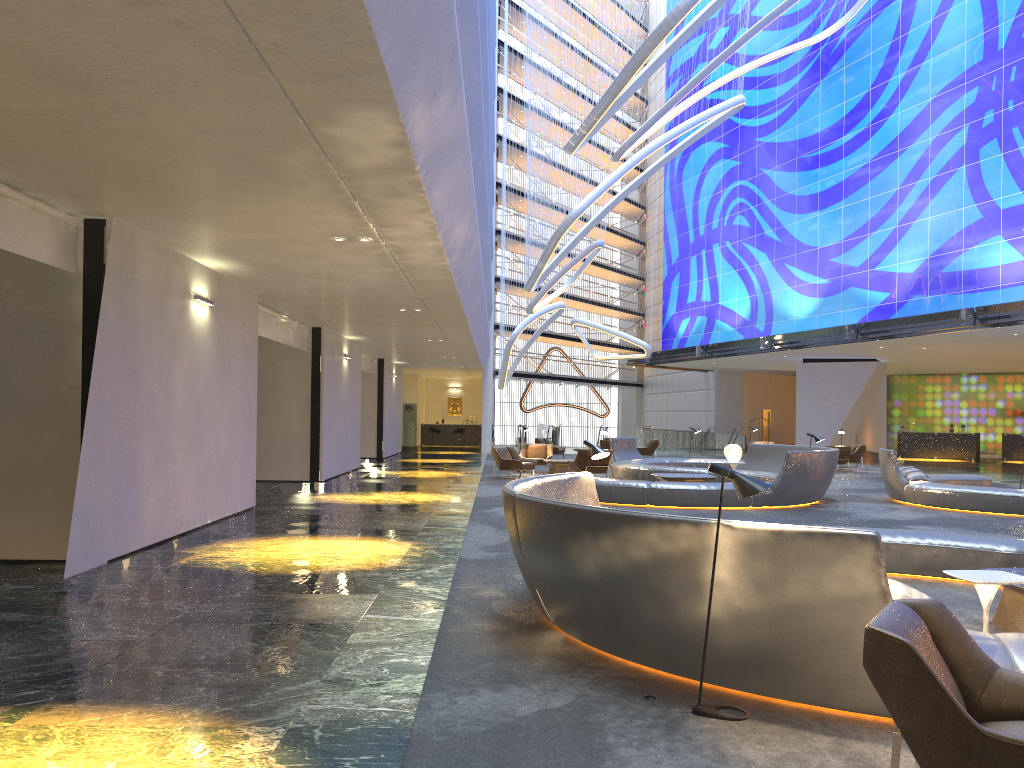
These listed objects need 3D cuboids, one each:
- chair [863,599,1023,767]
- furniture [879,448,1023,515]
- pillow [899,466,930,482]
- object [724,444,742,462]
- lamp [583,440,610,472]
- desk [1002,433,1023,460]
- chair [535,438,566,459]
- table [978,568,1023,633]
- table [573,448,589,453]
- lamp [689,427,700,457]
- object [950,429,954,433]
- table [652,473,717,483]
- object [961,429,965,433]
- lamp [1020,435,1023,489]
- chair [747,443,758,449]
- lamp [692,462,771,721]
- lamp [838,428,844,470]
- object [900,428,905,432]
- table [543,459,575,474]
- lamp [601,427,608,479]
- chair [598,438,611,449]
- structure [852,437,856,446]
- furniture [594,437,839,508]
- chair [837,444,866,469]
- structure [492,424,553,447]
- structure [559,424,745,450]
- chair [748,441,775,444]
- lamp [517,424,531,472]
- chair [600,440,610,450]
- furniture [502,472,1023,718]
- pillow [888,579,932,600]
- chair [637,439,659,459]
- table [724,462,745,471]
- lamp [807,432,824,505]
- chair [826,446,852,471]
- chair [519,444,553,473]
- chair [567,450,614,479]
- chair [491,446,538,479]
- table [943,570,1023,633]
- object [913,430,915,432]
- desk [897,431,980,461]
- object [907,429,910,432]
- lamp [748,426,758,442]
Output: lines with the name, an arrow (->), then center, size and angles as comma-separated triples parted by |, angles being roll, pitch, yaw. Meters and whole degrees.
chair -> 1.851, 1.287, 3.306 | 0.938, 0.766, 0.930 | 0, -2, 32
furniture -> 9.939, 1.645, 13.911 | 5.185, 0.969, 9.931 | 1, -2, -9
pillow -> 7.410, 1.662, 16.495 | 0.692, 0.262, 0.878 | 1, -2, 8
object -> 4.622, 1.449, 18.541 | 0.367, 0.387, 0.318 | 1, -1, 6
lamp -> 0.778, 1.193, 8.591 | 0.202, 1.300, 0.384 | 1, 0, -41
desk -> 21.220, 2.537, 35.231 | 2.977, 1.097, 0.814 | -1, -1, 36
chair -> 1.329, 2.277, 31.019 | 0.938, 0.766, 0.930 | 0, -1, 24
table -> 4.084, 1.605, 6.299 | 1.203, 0.392, 1.204 | 1, -2, 0
table -> 2.778, 2.488, 31.335 | 1.203, 0.392, 1.204 | 0, -2, 17
lamp -> 4.944, 1.809, 24.129 | 0.384, 1.300, 0.202 | 1, 0, 16
object -> 17.883, 1.900, 36.032 | 0.150, 0.145, 0.150 | 0, -1, 33
table -> 3.393, 1.999, 17.509 | 1.203, 0.392, 1.204 | 1, -2, 0
object -> 18.232, 1.897, 35.821 | 0.150, 0.145, 0.150 | 0, -1, 33
lamp -> 9.632, 1.601, 16.583 | 0.202, 1.300, 0.384 | 1, 0, -25
chair -> 7.812, 2.234, 27.364 | 0.938, 0.766, 0.930 | 0, -2, 32
lamp -> 1.126, 1.053, 4.547 | 0.384, 1.300, 0.202 | 1, 0, -1
lamp -> 10.007, 1.979, 26.943 | 0.202, 1.300, 0.384 | 1, 0, 16
object -> 16.356, 1.918, 37.137 | 0.149, 0.149, 0.149 | 0, -1, 34
table -> 1.407, 2.163, 22.805 | 1.203, 0.392, 1.204 | 1, -2, -1
lamp -> 2.229, 1.667, 21.200 | 0.202, 1.300, 0.384 | 1, 0, 16
chair -> 3.670, 2.366, 32.599 | 0.929, 0.766, 0.939 | 0, -1, 26
structure -> 16.207, 2.253, 42.385 | 1.022, 2.051, 0.772 | 1, 0, -23
furniture -> 4.256, 1.770, 19.504 | 5.185, 0.969, 9.933 | 0, -2, 16
chair -> 10.667, 2.299, 28.105 | 0.938, 0.766, 0.930 | 1, -1, 8
structure -> 0.322, 6.479, 53.227 | 3.016, 8.237, 19.839 | 1, -2, -1
structure -> 6.746, 6.619, 53.769 | 9.304, 8.397, 19.743 | 1, -2, -1
chair -> 8.428, 2.331, 29.825 | 0.929, 0.766, 0.939 | 1, -1, 5
lamp -> 0.313, 1.747, 24.134 | 0.384, 1.300, 0.202 | 1, 0, 16
chair -> 3.468, 2.257, 29.655 | 0.939, 0.766, 0.929 | 2, -2, -39
furniture -> 2.683, 1.205, 4.443 | 5.185, 0.969, 9.932 | 1, -2, -4
pillow -> 1.985, 1.162, 4.663 | 0.693, 0.262, 0.877 | 2, -2, -39
chair -> 4.675, 2.330, 31.205 | 0.938, 0.766, 0.930 | 1, -1, 1
table -> 4.656, 1.941, 18.570 | 0.418, 0.595, 0.428 | 1, -1, -2
lamp -> 5.410, 1.519, 15.892 | 0.384, 1.300, 0.202 | 1, 0, 16
chair -> 9.664, 2.236, 26.710 | 0.929, 0.766, 0.939 | 1, -1, -17
chair -> 0.650, 2.018, 24.082 | 0.929, 0.766, 0.939 | 1, -1, 5
chair -> 1.886, 1.923, 20.967 | 0.929, 0.766, 0.939 | 1, -1, -17
chair -> 0.034, 1.921, 21.622 | 0.938, 0.766, 0.930 | 0, -2, 32
table -> 2.829, 1.438, 5.294 | 0.418, 0.595, 0.428 | 1, -1, -5
object -> 16.725, 1.952, 36.886 | 0.072, 0.070, 0.073 | 0, -1, 34
desk -> 17.571, 2.535, 36.557 | 2.977, 1.097, 0.814 | -1, -1, 38
object -> 16.560, 1.935, 36.999 | 0.107, 0.108, 0.111 | 0, -1, 34
lamp -> 8.091, 2.059, 29.877 | 0.384, 1.300, 0.202 | 1, 0, 16
